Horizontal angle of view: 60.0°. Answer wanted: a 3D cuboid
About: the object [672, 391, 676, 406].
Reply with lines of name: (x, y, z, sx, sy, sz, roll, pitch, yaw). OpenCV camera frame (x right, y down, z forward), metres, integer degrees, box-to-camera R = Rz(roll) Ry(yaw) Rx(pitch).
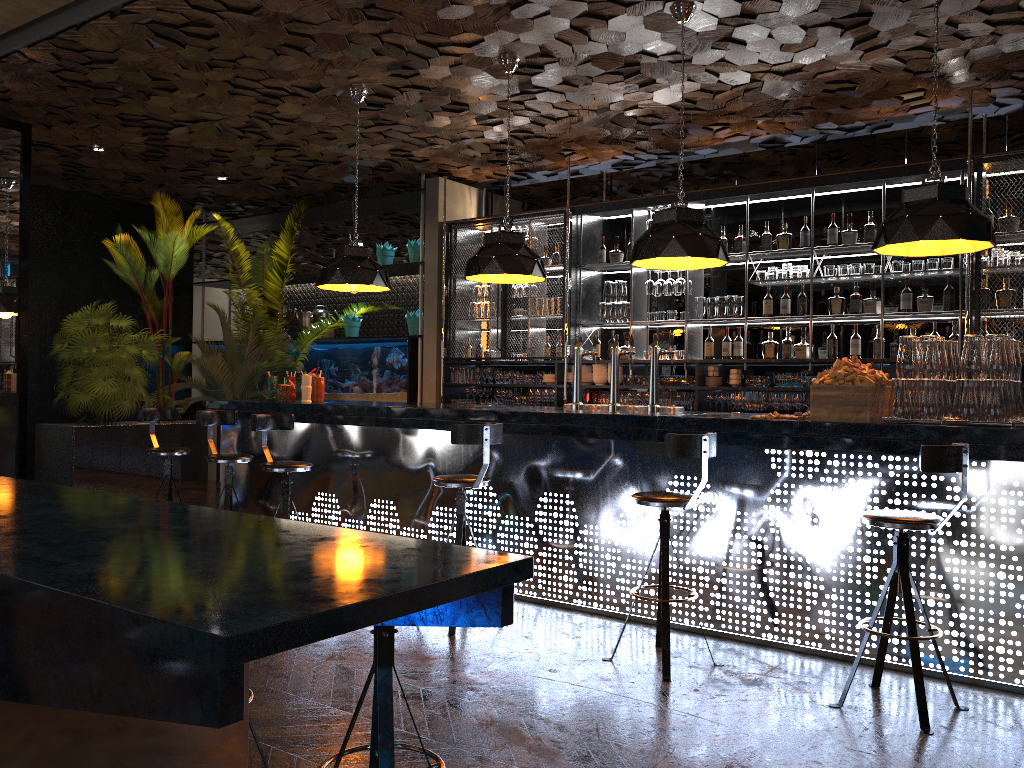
object: (1.515, 0.178, 8.385, 0.071, 0.226, 0.071, 1, 0, 8)

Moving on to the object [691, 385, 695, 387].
object: (1.692, -0.025, 8.243, 0.095, 0.096, 0.095, 1, 0, -38)

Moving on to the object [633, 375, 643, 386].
object: (1.185, -0.033, 8.344, 0.100, 0.100, 0.089, 1, 0, -18)

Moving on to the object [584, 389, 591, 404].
object: (0.733, 0.166, 8.631, 0.073, 0.229, 0.073, 1, 0, 24)

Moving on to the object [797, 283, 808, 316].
object: (2.491, -0.717, 7.607, 0.086, 0.297, 0.086, 1, 0, -5)

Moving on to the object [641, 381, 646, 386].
object: (1.229, -0.007, 8.276, 0.044, 0.048, 0.049, 1, 0, -12)

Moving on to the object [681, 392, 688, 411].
object: (1.583, 0.183, 8.144, 0.092, 0.218, 0.092, 1, 0, -4)

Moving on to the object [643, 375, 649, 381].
object: (1.257, -0.032, 8.443, 0.100, 0.100, 0.089, 1, 0, -12)

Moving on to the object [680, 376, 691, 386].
object: (1.564, -0.027, 8.002, 0.095, 0.096, 0.095, 1, 0, 10)

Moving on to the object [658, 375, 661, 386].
object: (1.409, -0.030, 8.384, 0.109, 0.100, 0.109, 1, 0, 19)

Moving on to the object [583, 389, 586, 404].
object: (0.734, 0.166, 8.720, 0.073, 0.229, 0.073, 1, 0, 24)

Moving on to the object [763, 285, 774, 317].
object: (2.251, -0.719, 7.783, 0.086, 0.299, 0.086, 1, 0, -5)

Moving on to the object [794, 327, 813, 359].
object: (2.492, -0.343, 7.580, 0.123, 0.279, 0.123, 1, 0, -41)

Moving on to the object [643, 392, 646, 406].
object: (1.264, 0.179, 8.373, 0.084, 0.216, 0.084, 1, 0, 28)

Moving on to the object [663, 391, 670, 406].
object: (1.408, 0.176, 8.098, 0.071, 0.226, 0.071, 1, 0, 8)

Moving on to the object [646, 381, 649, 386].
object: (1.260, -0.006, 8.323, 0.049, 0.048, 0.044, 1, 0, -22)

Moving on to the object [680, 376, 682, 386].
object: (1.577, -0.028, 8.259, 0.093, 0.099, 0.093, 1, 0, 23)

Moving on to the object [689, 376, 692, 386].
object: (1.604, -0.026, 8.102, 0.095, 0.096, 0.095, 1, 0, 36)

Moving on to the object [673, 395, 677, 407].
object: (1.518, 0.182, 8.222, 0.092, 0.218, 0.092, 1, 0, -4)

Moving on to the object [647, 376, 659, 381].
object: (1.316, -0.032, 8.255, 0.109, 0.100, 0.109, 1, 0, 19)

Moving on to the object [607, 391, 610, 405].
object: (0.931, 0.177, 8.566, 0.082, 0.213, 0.082, 1, 0, 12)

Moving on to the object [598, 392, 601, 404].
object: (0.859, 0.176, 8.622, 0.082, 0.213, 0.082, 1, 0, 28)

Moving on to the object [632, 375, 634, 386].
object: (1.146, -0.033, 8.443, 0.100, 0.100, 0.089, 1, 0, 8)

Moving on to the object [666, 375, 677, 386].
object: (1.455, -0.030, 8.093, 0.093, 0.099, 0.093, 1, 0, -35)

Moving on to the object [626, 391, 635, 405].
object: (1.109, 0.177, 8.325, 0.084, 0.216, 0.084, 1, 0, 24)

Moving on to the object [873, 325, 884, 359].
object: (2.994, -0.338, 7.237, 0.083, 0.282, 0.083, 1, 0, 21)

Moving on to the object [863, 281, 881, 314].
object: (2.953, -0.700, 7.254, 0.123, 0.279, 0.123, 1, 0, -41)

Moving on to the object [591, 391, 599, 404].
object: (0.804, 0.175, 8.550, 0.082, 0.213, 0.082, 1, 0, -25)

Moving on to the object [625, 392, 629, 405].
object: (1.093, 0.179, 8.451, 0.082, 0.213, 0.082, 1, 0, 17)

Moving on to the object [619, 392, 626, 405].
object: (1.034, 0.178, 8.381, 0.082, 0.213, 0.082, 1, 0, -24)

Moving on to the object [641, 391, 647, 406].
object: (1.268, 0.180, 8.542, 0.084, 0.216, 0.084, 1, 0, -16)

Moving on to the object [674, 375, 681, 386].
object: (1.513, -0.029, 8.180, 0.093, 0.099, 0.093, 1, 0, 7)

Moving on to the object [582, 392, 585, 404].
object: (0.728, 0.166, 8.806, 0.073, 0.229, 0.073, 1, 0, 24)

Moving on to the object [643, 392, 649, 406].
object: (1.258, 0.179, 8.216, 0.084, 0.216, 0.084, 1, 0, -12)

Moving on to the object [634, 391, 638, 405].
object: (1.192, 0.178, 8.430, 0.084, 0.216, 0.084, 1, 0, -42)

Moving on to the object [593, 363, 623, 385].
object: (0.923, -0.095, 8.565, 0.309, 0.216, 0.149, 1, 0, 33)

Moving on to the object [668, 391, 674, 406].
object: (1.455, 0.177, 8.164, 0.071, 0.226, 0.071, 1, 0, 8)

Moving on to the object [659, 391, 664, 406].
object: (1.372, 0.176, 8.173, 0.071, 0.226, 0.071, 1, 0, 8)

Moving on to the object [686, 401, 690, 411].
object: (1.637, 0.184, 8.270, 0.092, 0.218, 0.092, 1, 0, -4)

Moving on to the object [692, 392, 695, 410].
object: (1.651, 0.184, 7.981, 0.071, 0.217, 0.071, 1, 0, 44)

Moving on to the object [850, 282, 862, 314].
object: (2.849, -0.704, 7.346, 0.083, 0.282, 0.083, 1, 0, 36)

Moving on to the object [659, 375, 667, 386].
object: (1.401, -0.031, 8.190, 0.093, 0.099, 0.093, 1, 0, -38)

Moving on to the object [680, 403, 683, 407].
object: (1.586, 0.184, 8.305, 0.092, 0.218, 0.092, 1, 0, -4)

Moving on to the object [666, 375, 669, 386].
object: (1.464, -0.030, 8.278, 0.093, 0.099, 0.093, 1, 0, 23)

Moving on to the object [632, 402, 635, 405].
object: (1.146, 0.180, 8.523, 0.082, 0.213, 0.082, 1, 0, 24)

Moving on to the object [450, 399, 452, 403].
object: (-0.655, 0.214, 9.615, 0.028, 0.097, 0.028, 1, 0, 26)

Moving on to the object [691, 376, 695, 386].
object: (1.664, -0.026, 8.019, 0.095, 0.096, 0.095, 1, 0, -30)

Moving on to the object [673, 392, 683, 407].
object: (1.506, 0.182, 8.065, 0.092, 0.218, 0.092, 1, 0, -4)

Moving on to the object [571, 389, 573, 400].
object: (0.617, 0.164, 8.782, 0.073, 0.229, 0.073, 1, 0, 24)

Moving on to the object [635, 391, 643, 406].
object: (1.185, 0.178, 8.268, 0.084, 0.216, 0.084, 1, 0, -39)

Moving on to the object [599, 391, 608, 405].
object: (0.876, 0.176, 8.498, 0.082, 0.213, 0.082, 1, 0, -25)

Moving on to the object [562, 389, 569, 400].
object: (0.527, 0.163, 8.761, 0.073, 0.229, 0.073, 1, 0, 24)

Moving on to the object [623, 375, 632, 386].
object: (1.086, -0.035, 8.347, 0.100, 0.100, 0.089, 1, 0, 40)

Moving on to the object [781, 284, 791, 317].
object: (2.384, -0.719, 7.719, 0.086, 0.298, 0.086, 1, 0, -5)

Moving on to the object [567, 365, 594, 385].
object: (0.691, -0.087, 8.773, 0.306, 0.195, 0.300, 1, 0, 37)

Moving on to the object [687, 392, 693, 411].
object: (1.623, 0.184, 8.049, 0.071, 0.217, 0.071, 1, 0, 44)

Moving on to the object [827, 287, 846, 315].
object: (2.723, -0.687, 7.435, 0.151, 0.248, 0.094, 1, 0, 25)
